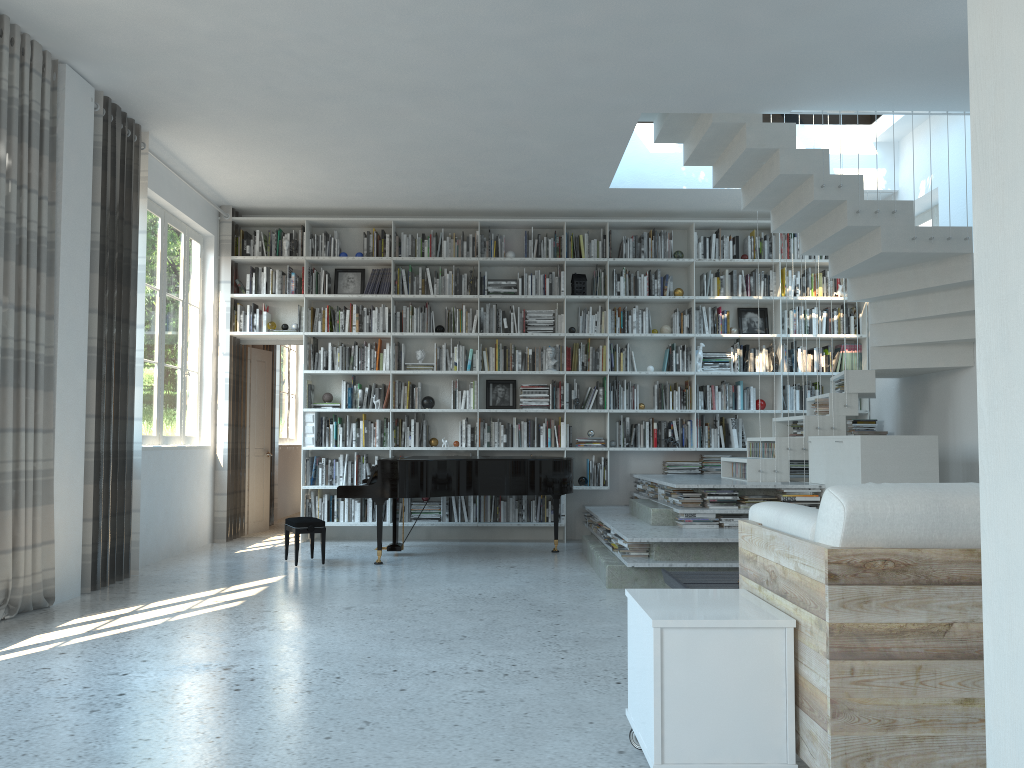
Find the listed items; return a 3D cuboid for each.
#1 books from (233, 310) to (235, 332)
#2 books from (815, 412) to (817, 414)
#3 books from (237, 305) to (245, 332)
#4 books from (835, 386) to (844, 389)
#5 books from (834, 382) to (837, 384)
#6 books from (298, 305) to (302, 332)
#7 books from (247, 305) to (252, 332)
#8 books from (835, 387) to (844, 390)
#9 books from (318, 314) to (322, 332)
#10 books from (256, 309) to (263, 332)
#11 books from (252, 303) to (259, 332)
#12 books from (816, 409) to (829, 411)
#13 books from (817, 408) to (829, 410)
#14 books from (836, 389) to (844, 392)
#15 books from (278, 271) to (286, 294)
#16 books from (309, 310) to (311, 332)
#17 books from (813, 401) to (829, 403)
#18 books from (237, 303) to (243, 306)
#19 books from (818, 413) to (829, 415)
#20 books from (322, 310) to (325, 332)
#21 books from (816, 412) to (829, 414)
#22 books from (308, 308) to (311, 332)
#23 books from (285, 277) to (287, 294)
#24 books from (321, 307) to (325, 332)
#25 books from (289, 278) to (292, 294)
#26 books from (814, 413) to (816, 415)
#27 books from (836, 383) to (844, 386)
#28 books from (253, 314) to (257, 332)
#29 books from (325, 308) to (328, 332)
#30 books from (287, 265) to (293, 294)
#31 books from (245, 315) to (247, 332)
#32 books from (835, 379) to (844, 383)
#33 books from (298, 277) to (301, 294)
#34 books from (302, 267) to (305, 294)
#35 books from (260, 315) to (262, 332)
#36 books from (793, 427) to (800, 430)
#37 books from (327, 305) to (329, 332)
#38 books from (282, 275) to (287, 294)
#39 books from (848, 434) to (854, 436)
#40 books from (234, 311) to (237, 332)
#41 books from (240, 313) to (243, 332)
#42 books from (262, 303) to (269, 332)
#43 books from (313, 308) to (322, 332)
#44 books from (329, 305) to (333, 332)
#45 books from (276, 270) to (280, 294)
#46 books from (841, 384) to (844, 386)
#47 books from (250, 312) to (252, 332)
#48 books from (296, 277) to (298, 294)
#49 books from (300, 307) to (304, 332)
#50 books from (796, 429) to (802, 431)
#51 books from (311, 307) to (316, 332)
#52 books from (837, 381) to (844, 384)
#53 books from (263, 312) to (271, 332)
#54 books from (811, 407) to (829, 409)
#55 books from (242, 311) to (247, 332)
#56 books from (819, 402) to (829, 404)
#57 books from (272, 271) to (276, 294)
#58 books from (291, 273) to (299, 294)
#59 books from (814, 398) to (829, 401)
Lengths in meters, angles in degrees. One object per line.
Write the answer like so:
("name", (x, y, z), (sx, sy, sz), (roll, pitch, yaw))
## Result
("books", (-2.712, -0.602, 8.723), (0.013, 0.228, 0.179), (0, -3, -1))
("books", (2.678, 0.240, 7.474), (0.200, 0.014, 0.177), (0, -4, 4))
("books", (-2.668, -0.628, 8.726), (0.023, 0.281, 0.170), (0, -3, -1))
("books", (2.839, 0.027, 7.450), (0.187, 0.009, 0.261), (0, -4, 9))
("books", (2.925, -0.015, 7.737), (0.190, 0.015, 0.230), (-1, -4, 13))
("books", (-2.086, -0.628, 8.738), (0.012, 0.285, 0.159), (0, -3, -1))
("books", (-2.578, -0.627, 8.736), (0.022, 0.281, 0.156), (0, -3, -1))
("books", (2.831, 0.039, 7.451), (0.191, 0.014, 0.244), (-1, -4, 12))
("books", (-1.875, -0.583, 8.726), (0.026, 0.195, 0.175), (0, -3, -1))
("books", (-2.474, -0.606, 8.710), (0.021, 0.236, 0.189), (0, -3, -1))
("books", (-2.525, -0.636, 8.715), (0.013, 0.297, 0.187), (0, -3, -1))
("books", (2.612, 0.216, 7.234), (0.222, 0.011, 0.180), (-2, -4, 31))
("books", (2.604, 0.202, 7.223), (0.214, 0.014, 0.138), (-2, -4, 27))
("books", (2.832, 0.052, 7.450), (0.182, 0.013, 0.287), (-1, -4, 13))
("books", (-2.268, -0.978, 8.746), (0.030, 0.250, 0.166), (0, -3, -1))
("books", (-1.974, -0.601, 8.742), (0.022, 0.232, 0.151), (0, -3, -1))
("books", (2.606, 0.145, 7.228), (0.254, 0.005, 0.161), (-2, -4, 32))
("books", (-2.686, -0.637, 8.749), (0.013, 0.302, 0.135), (0, -3, -1))
("books", (2.616, 0.248, 7.239), (0.206, 0.012, 0.183), (-2, -4, 27))
("books", (-1.837, -0.599, 8.739), (0.030, 0.229, 0.172), (0, -3, -1))
("books", (2.613, 0.235, 7.235), (0.215, 0.013, 0.189), (-2, -4, 32))
("books", (-1.991, -0.611, 8.751), (0.012, 0.254, 0.161), (0, -3, -1))
("books", (-2.211, -0.949, 8.772), (0.029, 0.197, 0.144), (0, -3, -1))
("books", (-1.857, -0.615, 8.744), (0.010, 0.262, 0.151), (0, -3, -1))
("books", (-2.169, -0.942, 8.764), (0.031, 0.182, 0.151), (0, -3, -1))
("books", (2.763, 0.261, 7.746), (0.136, 0.017, 0.288), (0, -4, -3))
("books", (2.840, 0.005, 7.451), (0.176, 0.007, 0.254), (0, -4, 7))
("books", (-2.507, -0.583, 8.726), (0.024, 0.193, 0.181), (0, -3, -1))
("books", (-1.815, -0.611, 8.738), (0.014, 0.252, 0.187), (0, -3, -1))
("books", (-2.190, -1.003, 8.751), (0.012, 0.303, 0.189), (0, -3, -1))
("books", (-2.604, -0.578, 8.749), (0.029, 0.185, 0.135), (0, -3, -1))
("books", (2.835, -0.025, 7.453), (0.191, 0.013, 0.243), (-1, -4, 10))
("books", (-2.082, -0.945, 8.757), (0.026, 0.187, 0.154), (0, -3, -1))
("books", (-2.048, -0.998, 8.762), (0.014, 0.294, 0.173), (0, -3, -1))
("books", (-2.449, -0.581, 8.750), (0.029, 0.191, 0.134), (0, -3, -1))
("books", (2.563, 0.386, 7.754), (0.140, 0.022, 0.181), (1, -4, -7))
("books", (-1.798, -0.624, 8.743), (0.020, 0.280, 0.164), (0, -3, -1))
("books", (-2.239, -0.957, 8.764), (0.028, 0.212, 0.138), (0, -3, -1))
("books", (3.285, 0.479, 8.325), (0.206, 0.015, 0.144), (0, -4, -4))
("books", (-2.699, -0.599, 8.724), (0.013, 0.222, 0.162), (0, -3, -1))
("books", (-2.642, -0.585, 8.732), (0.029, 0.197, 0.160), (0, -3, -1))
("books", (-2.428, -0.636, 8.733), (0.013, 0.298, 0.179), (0, -3, -1))
("books", (-1.920, -0.613, 8.751), (0.062, 0.258, 0.153), (0, -3, -1))
("books", (-1.783, -0.623, 8.733), (0.011, 0.277, 0.164), (0, -3, -1))
("books", (-2.296, -0.983, 8.747), (0.025, 0.261, 0.167), (0, -3, -1))
("books", (2.850, 0.016, 7.449), (0.154, 0.014, 0.197), (-1, -4, 12))
("books", (-2.555, -0.592, 8.751), (0.023, 0.214, 0.140), (0, -3, -1))
("books", (-2.110, -0.948, 8.771), (0.029, 0.195, 0.146), (0, -3, -1))
("books", (-2.058, -0.618, 8.759), (0.044, 0.269, 0.134), (0, -3, -1))
("books", (2.571, 0.402, 7.754), (0.132, 0.010, 0.198), (0, -4, 3))
("books", (-1.957, -0.617, 8.734), (0.012, 0.263, 0.180), (0, -3, -1))
("books", (2.843, -0.014, 7.451), (0.174, 0.009, 0.240), (0, -4, 8))
("books", (-2.407, -0.593, 8.718), (0.029, 0.211, 0.187), (0, -3, -1))
("books", (2.604, 0.192, 7.224), (0.295, 0.006, 0.146), (-2, -5, 34))
("books", (-2.623, -0.597, 8.725), (0.010, 0.220, 0.181), (0, -3, -1))
("books", (2.614, 0.156, 7.240), (0.184, 0.016, 0.179), (-2, -4, 28))
("books", (-2.330, -0.974, 8.748), (0.021, 0.244, 0.174), (0, -3, -1))
("books", (-2.138, -0.967, 8.743), (0.029, 0.229, 0.191), (0, -3, -1))
("books", (2.610, 0.131, 7.236), (0.234, 0.025, 0.157), (-3, -5, 37))
